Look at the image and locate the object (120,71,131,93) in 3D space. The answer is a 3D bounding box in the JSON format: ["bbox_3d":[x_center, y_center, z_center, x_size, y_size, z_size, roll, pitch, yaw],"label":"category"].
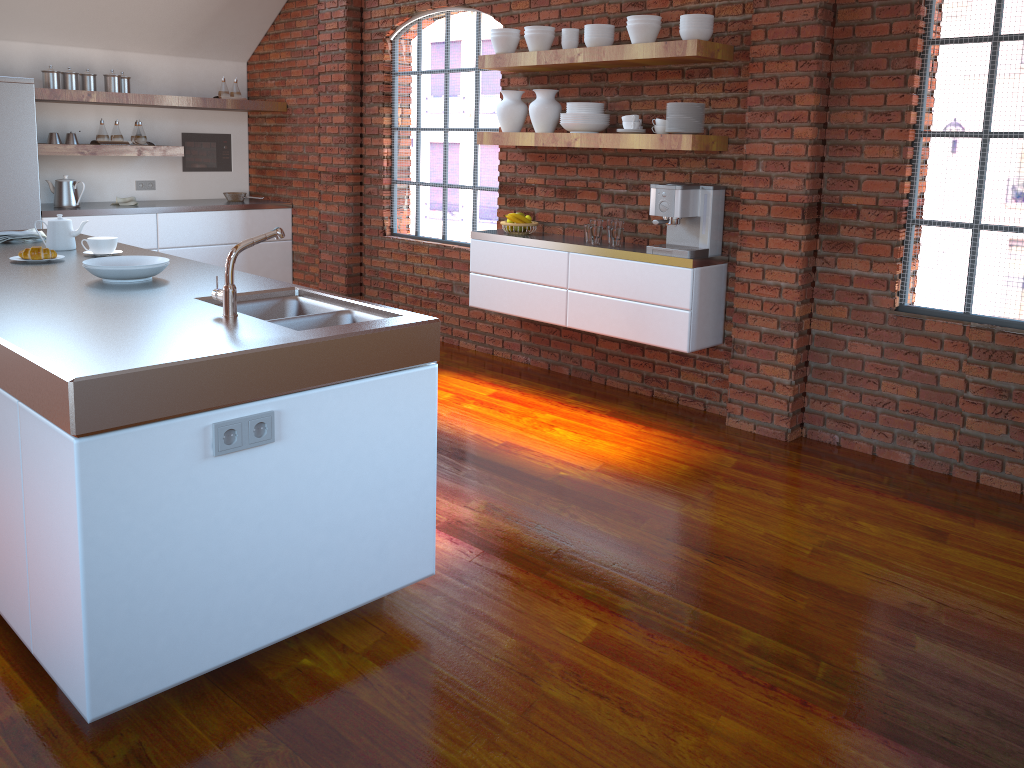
[{"bbox_3d":[-3.006,-2.322,6.791,0.130,0.174,0.129,10,14,38],"label":"object"}]

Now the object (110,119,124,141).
[{"bbox_3d":[-3.025,-1.931,6.736,0.093,0.188,0.095,1,10,-2],"label":"object"}]

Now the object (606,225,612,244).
[{"bbox_3d":[0.566,-0.840,4.959,0.078,0.102,0.079,-2,11,-16],"label":"object"}]

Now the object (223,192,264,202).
[{"bbox_3d":[-2.304,-1.590,7.503,0.350,0.073,0.198,8,16,24],"label":"object"}]

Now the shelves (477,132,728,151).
[{"bbox_3d":[0.451,-1.370,4.956,0.341,0.075,1.557,-13,21,-43],"label":"shelves"}]

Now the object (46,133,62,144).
[{"bbox_3d":[-3.334,-1.790,6.407,0.106,0.080,0.108,-2,13,-17],"label":"object"}]

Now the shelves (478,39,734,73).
[{"bbox_3d":[0.462,-1.811,4.891,0.341,0.075,1.557,-13,21,-43],"label":"shelves"}]

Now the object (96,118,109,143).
[{"bbox_3d":[-3.099,-1.913,6.656,0.093,0.187,0.095,-5,12,-33],"label":"object"}]

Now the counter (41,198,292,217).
[{"bbox_3d":[-2.830,-1.428,7.071,0.724,0.043,2.005,16,21,42],"label":"counter"}]

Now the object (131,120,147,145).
[{"bbox_3d":[-2.922,-1.969,6.883,0.094,0.189,0.205,-6,14,-36],"label":"object"}]

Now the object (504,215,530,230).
[{"bbox_3d":[0.038,-0.977,5.343,0.176,0.093,0.065,-1,11,-9],"label":"object"}]

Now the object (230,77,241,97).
[{"bbox_3d":[-2.320,-2.476,7.383,0.093,0.188,0.095,1,10,-2],"label":"object"}]

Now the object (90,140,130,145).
[{"bbox_3d":[-3.065,-1.841,6.707,0.197,0.032,0.226,15,20,41],"label":"object"}]

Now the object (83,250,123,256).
[{"bbox_3d":[-1.730,-0.552,3.723,0.154,0.012,0.157,-3,16,-17],"label":"object"}]

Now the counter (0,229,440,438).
[{"bbox_3d":[-1.682,-0.360,3.285,1.035,0.127,3.185,-13,21,-43],"label":"counter"}]

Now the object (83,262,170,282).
[{"bbox_3d":[-1.361,-0.398,3.111,0.282,0.054,0.288,6,16,15],"label":"object"}]

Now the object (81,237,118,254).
[{"bbox_3d":[-1.732,-0.583,3.720,0.125,0.068,0.118,9,15,28],"label":"object"}]

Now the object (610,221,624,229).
[{"bbox_3d":[0.574,-0.839,4.815,0.078,0.102,0.079,-6,13,-33],"label":"object"}]

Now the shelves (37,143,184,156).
[{"bbox_3d":[-3.161,-1.786,6.701,0.663,0.075,1.077,16,21,42],"label":"shelves"}]

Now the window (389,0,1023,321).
[{"bbox_3d":[3.483,-1.306,5.548,17.581,9.723,3.674,11,13,34],"label":"window"}]

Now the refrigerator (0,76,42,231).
[{"bbox_3d":[-3.824,-1.209,6.014,0.790,1.740,0.920,11,14,43],"label":"refrigerator"}]

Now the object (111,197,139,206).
[{"bbox_3d":[-3.015,-1.424,6.840,0.204,0.060,0.200,-5,16,-23],"label":"object"}]

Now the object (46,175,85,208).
[{"bbox_3d":[-3.300,-1.424,6.497,0.302,0.234,0.184,-2,12,-14],"label":"object"}]

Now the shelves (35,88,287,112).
[{"bbox_3d":[-2.832,-2.237,6.968,0.663,0.075,1.999,15,21,42],"label":"shelves"}]

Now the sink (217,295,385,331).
[{"bbox_3d":[-0.648,-0.117,2.714,0.621,0.195,0.413,15,20,42],"label":"sink"}]

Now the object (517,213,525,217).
[{"bbox_3d":[0.048,-1.027,5.423,0.070,0.060,0.069,-5,14,-29],"label":"object"}]

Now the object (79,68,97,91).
[{"bbox_3d":[-3.164,-2.265,6.565,0.130,0.174,0.129,10,14,38],"label":"object"}]

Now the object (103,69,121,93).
[{"bbox_3d":[-2.996,-2.269,6.598,0.130,0.174,0.129,10,14,38],"label":"object"}]

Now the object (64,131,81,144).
[{"bbox_3d":[-3.251,-1.819,6.490,0.106,0.098,0.108,1,12,-4],"label":"object"}]

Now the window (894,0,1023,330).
[{"bbox_3d":[2.252,-1.010,3.542,1.284,1.639,0.085,12,14,44],"label":"window"}]

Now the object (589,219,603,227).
[{"bbox_3d":[0.467,-0.862,4.888,0.078,0.102,0.079,-2,11,-16],"label":"object"}]

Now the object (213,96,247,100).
[{"bbox_3d":[-2.359,-2.385,7.355,0.197,0.032,0.226,15,20,41],"label":"object"}]

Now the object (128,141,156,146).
[{"bbox_3d":[-2.923,-1.888,6.895,0.196,0.032,0.227,-9,18,-35],"label":"object"}]

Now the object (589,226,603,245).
[{"bbox_3d":[0.466,-0.824,4.893,0.078,0.102,0.079,-2,11,-16],"label":"object"}]

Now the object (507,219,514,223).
[{"bbox_3d":[-0.007,-1.002,5.395,0.045,0.052,0.052,9,14,32],"label":"object"}]

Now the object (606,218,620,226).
[{"bbox_3d":[0.567,-0.877,4.954,0.078,0.102,0.079,-2,11,-16],"label":"object"}]

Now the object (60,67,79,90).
[{"bbox_3d":[-3.244,-2.235,6.450,0.130,0.174,0.129,10,14,38],"label":"object"}]

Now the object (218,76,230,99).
[{"bbox_3d":[-2.393,-2.457,7.304,0.093,0.187,0.095,-5,12,-33],"label":"object"}]

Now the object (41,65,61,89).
[{"bbox_3d":[-3.321,-2.207,6.339,0.130,0.174,0.129,10,14,38],"label":"object"}]

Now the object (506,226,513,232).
[{"bbox_3d":[-0.015,-0.953,5.392,0.046,0.045,0.057,-1,13,-13],"label":"object"}]

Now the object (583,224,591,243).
[{"bbox_3d":[0.445,-0.858,5.019,0.078,0.102,0.079,4,11,14],"label":"object"}]

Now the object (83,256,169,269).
[{"bbox_3d":[-1.360,-0.408,3.110,0.282,0.054,0.288,6,16,15],"label":"object"}]

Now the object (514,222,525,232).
[{"bbox_3d":[0.045,-0.965,5.383,0.077,0.064,0.077,-1,13,-12],"label":"object"}]
